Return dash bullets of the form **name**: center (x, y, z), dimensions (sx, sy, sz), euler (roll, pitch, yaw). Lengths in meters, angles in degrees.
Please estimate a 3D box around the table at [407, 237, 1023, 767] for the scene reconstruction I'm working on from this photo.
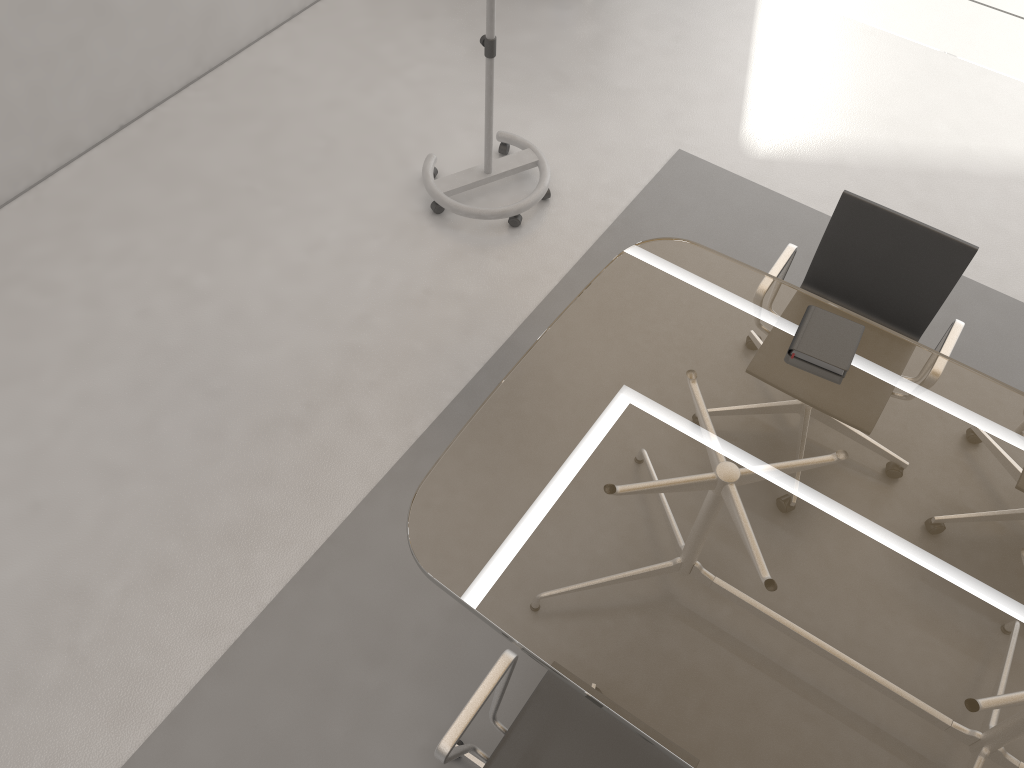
- **table**: center (1.277, 0.853, 2.224), dimensions (3.054, 0.721, 1.372), euler (30, 58, 18)

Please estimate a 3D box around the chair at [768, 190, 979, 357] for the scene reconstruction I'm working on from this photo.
- **chair**: center (1.021, -0.063, 2.830), dimensions (0.731, 0.805, 0.710), euler (15, 55, 8)

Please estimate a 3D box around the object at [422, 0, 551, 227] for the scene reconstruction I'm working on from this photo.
- **object**: center (-0.072, -1.460, 3.002), dimensions (0.560, 2.088, 0.553), euler (17, 55, 10)

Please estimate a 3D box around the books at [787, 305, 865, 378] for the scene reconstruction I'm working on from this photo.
- **books**: center (0.867, -0.121, 2.447), dimensions (0.164, 0.032, 0.183), euler (24, 57, 15)

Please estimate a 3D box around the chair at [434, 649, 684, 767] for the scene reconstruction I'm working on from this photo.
- **chair**: center (0.148, 0.935, 2.069), dimensions (0.731, 0.805, 0.710), euler (16, 55, 9)
